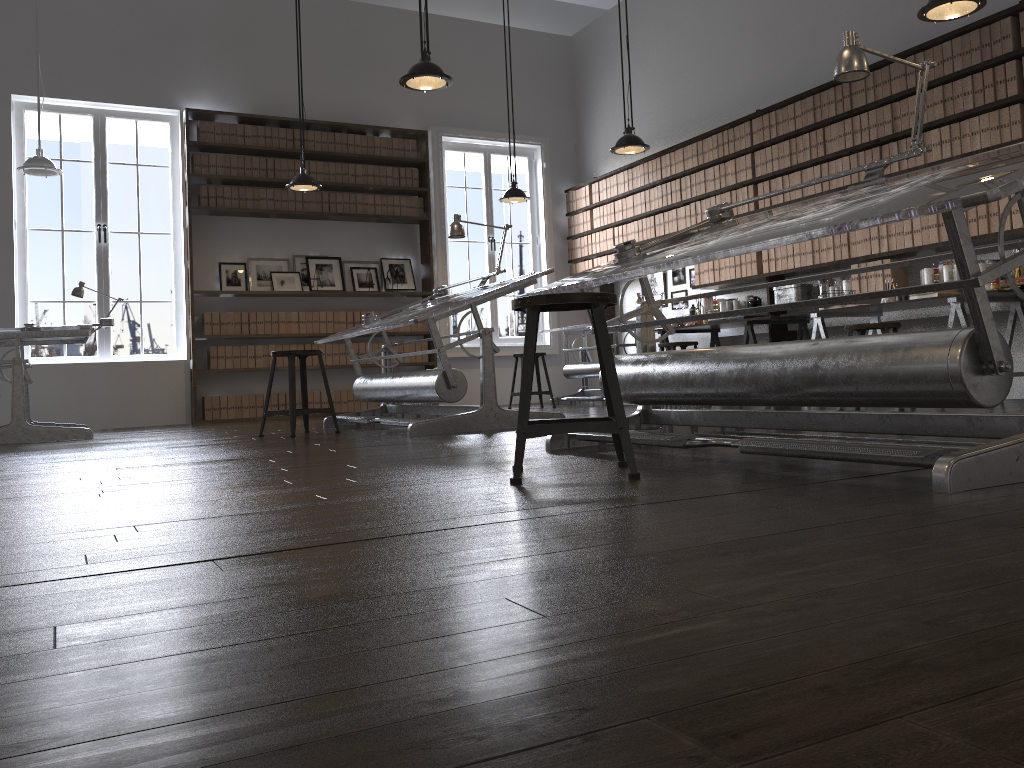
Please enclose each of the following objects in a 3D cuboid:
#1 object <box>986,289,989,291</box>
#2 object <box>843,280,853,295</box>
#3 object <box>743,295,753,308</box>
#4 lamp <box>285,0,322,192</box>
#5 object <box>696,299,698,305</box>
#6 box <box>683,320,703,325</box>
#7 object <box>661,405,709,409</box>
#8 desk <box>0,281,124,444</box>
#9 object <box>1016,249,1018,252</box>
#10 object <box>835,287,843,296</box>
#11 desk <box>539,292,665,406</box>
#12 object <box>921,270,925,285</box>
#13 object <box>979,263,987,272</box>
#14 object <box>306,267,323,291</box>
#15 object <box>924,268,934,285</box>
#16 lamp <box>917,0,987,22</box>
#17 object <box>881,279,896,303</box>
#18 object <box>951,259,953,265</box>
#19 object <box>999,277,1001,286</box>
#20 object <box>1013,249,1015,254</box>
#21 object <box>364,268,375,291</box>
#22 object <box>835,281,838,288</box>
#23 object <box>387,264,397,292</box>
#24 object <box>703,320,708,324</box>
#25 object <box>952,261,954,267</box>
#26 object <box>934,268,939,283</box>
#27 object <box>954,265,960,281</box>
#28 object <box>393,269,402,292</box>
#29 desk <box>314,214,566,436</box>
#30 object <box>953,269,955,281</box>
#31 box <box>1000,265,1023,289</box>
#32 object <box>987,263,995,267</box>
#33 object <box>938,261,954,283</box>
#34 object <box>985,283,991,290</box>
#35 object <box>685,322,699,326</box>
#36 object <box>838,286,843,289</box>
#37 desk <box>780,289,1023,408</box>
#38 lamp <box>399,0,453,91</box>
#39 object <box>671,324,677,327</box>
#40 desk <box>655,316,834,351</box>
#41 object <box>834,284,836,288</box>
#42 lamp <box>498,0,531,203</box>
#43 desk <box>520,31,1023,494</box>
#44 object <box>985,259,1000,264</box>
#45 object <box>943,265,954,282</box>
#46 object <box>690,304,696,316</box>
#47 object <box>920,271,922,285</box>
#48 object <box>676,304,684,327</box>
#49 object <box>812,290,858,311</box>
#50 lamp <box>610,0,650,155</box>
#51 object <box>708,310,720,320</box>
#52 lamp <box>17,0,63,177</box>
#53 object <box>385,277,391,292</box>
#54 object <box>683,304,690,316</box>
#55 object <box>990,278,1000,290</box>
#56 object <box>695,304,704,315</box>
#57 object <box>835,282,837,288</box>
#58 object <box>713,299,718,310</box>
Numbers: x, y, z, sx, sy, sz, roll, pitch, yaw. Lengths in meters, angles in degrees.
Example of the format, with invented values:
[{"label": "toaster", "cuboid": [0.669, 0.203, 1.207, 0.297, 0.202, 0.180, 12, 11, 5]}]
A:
[{"label": "object", "cuboid": [2.809, -0.556, 5.292, 0.197, 0.051, 0.132, -2, 0, 34]}, {"label": "object", "cuboid": [2.564, -0.723, 6.725, 0.094, 0.128, 0.094, -2, -2, -20]}, {"label": "object", "cuboid": [2.056, -0.695, 7.761, 0.107, 0.162, 0.236, -4, -1, 28]}, {"label": "lamp", "cuboid": [-1.853, -2.823, 7.721, 0.310, 2.258, 0.312, -5, -4, 42]}, {"label": "object", "cuboid": [1.670, -0.679, 7.921, 0.008, 0.187, 0.071, -1, -3, -26]}, {"label": "box", "cuboid": [1.651, -0.542, 7.929, 0.137, 0.083, 0.211, -2, 0, -27]}, {"label": "object", "cuboid": [0.755, 0.043, 4.011, 0.353, 0.379, 0.352, -2, -1, -6]}, {"label": "desk", "cuboid": [-3.490, -0.186, 6.551, 1.172, 1.192, 1.266, -2, -1, -27]}, {"label": "object", "cuboid": [3.031, -0.725, 5.295, 0.006, 0.182, 0.053, -3, -3, 16]}, {"label": "object", "cuboid": [2.566, -0.707, 6.805, 0.181, 0.093, 0.062, -3, -2, -13]}, {"label": "desk", "cuboid": [1.041, -0.358, 8.816, 1.072, 1.100, 1.266, -2, -1, -27]}, {"label": "object", "cuboid": [2.863, -0.731, 6.116, 0.063, 0.118, 0.062, -3, -2, 14]}, {"label": "object", "cuboid": [3.023, -0.726, 5.696, 0.062, 0.096, 0.062, -3, -2, 5]}, {"label": "object", "cuboid": [-1.993, -1.056, 8.938, 0.174, 0.261, 0.040, -2, -3, -27]}, {"label": "object", "cuboid": [2.849, -0.730, 6.047, 0.062, 0.119, 0.062, -3, -2, 23]}, {"label": "lamp", "cuboid": [2.136, -2.984, 4.458, 0.313, 2.258, 0.310, -2, -3, -3]}, {"label": "object", "cuboid": [2.647, -0.634, 6.231, 0.101, 0.209, 0.101, -3, -2, 18]}, {"label": "object", "cuboid": [2.970, -0.760, 5.958, 0.029, 0.169, 0.004, -2, -3, -5]}, {"label": "object", "cuboid": [3.010, -0.606, 5.547, 0.094, 0.128, 0.094, -2, -2, -31]}, {"label": "object", "cuboid": [3.015, -0.736, 5.297, 0.007, 0.214, 0.055, -2, -3, -21]}, {"label": "object", "cuboid": [-1.485, -1.080, 9.214, 0.124, 0.261, 0.040, -1, -3, -27]}, {"label": "object", "cuboid": [2.503, -0.732, 6.808, 0.008, 0.125, 0.041, 0, -3, -39]}, {"label": "object", "cuboid": [-1.266, -1.112, 9.338, 0.118, 0.305, 0.040, -1, -3, -27]}, {"label": "object", "cuboid": [1.703, -0.552, 7.771, 0.049, 0.112, 0.049, -1, -3, -31]}, {"label": "object", "cuboid": [2.978, -0.761, 5.954, 0.036, 0.149, 0.005, -2, -3, -4]}, {"label": "object", "cuboid": [2.904, -0.733, 6.075, 0.044, 0.128, 0.045, -1, -3, -27]}, {"label": "object", "cuboid": [3.028, -0.754, 5.926, 0.205, 0.162, 0.094, -2, -2, -26]}, {"label": "object", "cuboid": [-1.216, -1.094, 9.393, 0.110, 0.262, 0.040, -1, -3, -27]}, {"label": "desk", "cuboid": [-0.558, -0.414, 5.920, 1.077, 1.389, 2.275, -2, -1, -27]}, {"label": "object", "cuboid": [2.994, -0.723, 5.962, 0.054, 0.101, 0.053, -2, -2, -10]}, {"label": "box", "cuboid": [3.028, -0.650, 5.245, 0.137, 0.208, 0.211, -2, -1, -27]}, {"label": "object", "cuboid": [3.089, -0.728, 5.685, 0.062, 0.095, 0.063, -3, -2, 5]}, {"label": "object", "cuboid": [2.959, -0.751, 6.035, 0.094, 0.162, 0.094, -1, -2, -31]}, {"label": "object", "cuboid": [2.936, -0.608, 5.455, 0.104, 0.142, 0.104, -2, -2, -20]}, {"label": "object", "cuboid": [1.563, -0.514, 7.717, 0.132, 0.051, 0.197, -3, 0, 2]}, {"label": "object", "cuboid": [2.562, -0.711, 6.851, 0.062, 0.093, 0.063, -3, -2, 25]}, {"label": "desk", "cuboid": [2.629, -0.192, 5.803, 0.656, 0.671, 1.665, -2, 0, -27]}, {"label": "lamp", "cuboid": [-0.547, -2.867, 5.178, 0.313, 2.258, 0.310, -2, -3, -7]}, {"label": "object", "cuboid": [1.483, -0.544, 8.086, 0.068, 0.105, 0.068, -2, -2, -23]}, {"label": "desk", "cuboid": [1.824, -0.165, 7.369, 0.656, 0.671, 1.665, -2, 0, -27]}, {"label": "object", "cuboid": [2.488, -0.719, 6.795, 0.004, 0.103, 0.035, -1, -3, -32]}, {"label": "lamp", "cuboid": [-0.026, -2.911, 8.658, 0.310, 2.258, 0.312, -5, -4, 42]}, {"label": "desk", "cuboid": [0.971, -0.465, 2.944, 1.077, 1.389, 2.064, -2, -1, -27]}, {"label": "object", "cuboid": [3.154, -0.745, 5.794, 0.095, 0.130, 0.094, -1, -2, -40]}, {"label": "object", "cuboid": [2.918, -0.732, 5.920, 0.062, 0.119, 0.062, -4, -2, 31]}, {"label": "object", "cuboid": [1.662, -0.614, 8.105, 0.068, 0.230, 0.069, -1, -3, -30]}, {"label": "object", "cuboid": [2.884, -0.732, 6.179, 0.062, 0.119, 0.062, -3, -2, 14]}, {"label": "object", "cuboid": [1.524, -0.608, 8.034, 0.068, 0.230, 0.069, -1, -3, -30]}, {"label": "object", "cuboid": [2.369, -0.599, 6.502, 0.284, 0.161, 0.203, -2, -1, -27]}, {"label": "lamp", "cuboid": [0.866, -2.941, 6.931, 0.310, 2.258, 0.312, -5, -4, 42]}, {"label": "object", "cuboid": [1.767, -0.569, 7.731, 0.104, 0.142, 0.104, -1, -2, -35]}, {"label": "lamp", "cuboid": [-3.643, -2.737, 6.794, 0.310, 2.258, 0.312, -5, -4, 42]}, {"label": "object", "cuboid": [-1.300, -1.041, 9.276, 0.066, 0.166, 0.040, -1, -3, -27]}, {"label": "object", "cuboid": [1.587, -0.615, 8.066, 0.068, 0.238, 0.069, -1, -3, -30]}, {"label": "object", "cuboid": [2.933, -0.594, 5.378, 0.049, 0.112, 0.049, -2, -2, -24]}, {"label": "object", "cuboid": [1.812, -0.661, 7.925, 0.345, 0.146, 0.077, -3, -2, -5]}, {"label": "object", "cuboid": [2.497, -0.724, 6.809, 0.004, 0.127, 0.028, -1, -3, -29]}, {"label": "object", "cuboid": [1.876, -0.711, 8.144, 0.051, 0.140, 0.050, -1, -3, -30]}]
